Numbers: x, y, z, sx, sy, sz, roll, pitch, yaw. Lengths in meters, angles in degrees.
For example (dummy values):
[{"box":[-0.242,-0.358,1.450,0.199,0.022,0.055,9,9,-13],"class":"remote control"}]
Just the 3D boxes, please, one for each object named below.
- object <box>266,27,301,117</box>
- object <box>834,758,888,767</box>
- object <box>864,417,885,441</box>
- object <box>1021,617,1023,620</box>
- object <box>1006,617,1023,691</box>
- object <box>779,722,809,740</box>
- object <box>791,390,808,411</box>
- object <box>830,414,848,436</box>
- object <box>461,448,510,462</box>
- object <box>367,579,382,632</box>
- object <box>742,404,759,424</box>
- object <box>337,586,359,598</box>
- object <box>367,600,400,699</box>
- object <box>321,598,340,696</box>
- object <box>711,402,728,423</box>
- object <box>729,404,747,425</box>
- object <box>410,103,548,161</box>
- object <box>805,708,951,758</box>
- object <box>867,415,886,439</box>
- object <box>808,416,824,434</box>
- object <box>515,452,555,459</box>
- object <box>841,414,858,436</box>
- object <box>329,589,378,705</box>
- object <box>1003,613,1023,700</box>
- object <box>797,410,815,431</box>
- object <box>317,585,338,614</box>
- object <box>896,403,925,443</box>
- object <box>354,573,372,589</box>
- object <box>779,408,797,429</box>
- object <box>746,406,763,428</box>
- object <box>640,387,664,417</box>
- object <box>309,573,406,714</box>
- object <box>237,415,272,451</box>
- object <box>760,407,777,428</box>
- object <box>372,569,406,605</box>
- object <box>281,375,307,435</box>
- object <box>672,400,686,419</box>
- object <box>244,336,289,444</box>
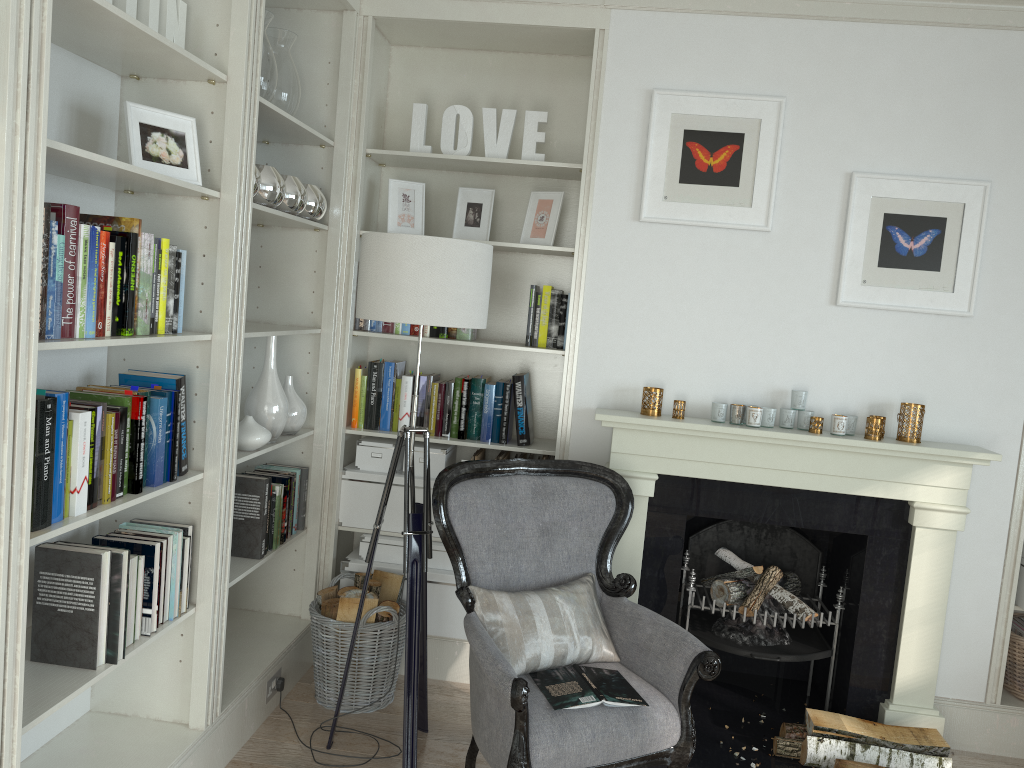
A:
[{"box":[-0.891,-1.135,3.340,0.193,0.362,0.193,4,5,-11],"class":"object"},{"box":[1.303,1.345,3.012,0.389,0.085,0.109,6,5,8],"class":"object"},{"box":[1.320,0.164,3.234,0.060,0.079,0.060,3,5,-22],"class":"object"},{"box":[2.128,1.098,3.554,0.088,0.238,0.274,6,5,6],"class":"object"},{"box":[2.056,1.090,3.569,0.088,0.238,0.274,6,5,6],"class":"object"},{"box":[1.250,1.301,3.232,0.516,0.123,0.118,5,5,4],"class":"object"},{"box":[1.082,0.062,3.345,0.060,0.073,0.060,2,6,-28],"class":"object"},{"box":[1.206,0.153,3.273,0.060,0.073,0.060,2,6,-28],"class":"object"},{"box":[-0.112,0.459,3.768,0.188,0.360,0.294,6,5,6],"class":"object"},{"box":[-0.579,1.025,3.382,0.128,0.565,0.076,6,5,9],"class":"object"},{"box":[0.902,0.117,3.371,0.060,0.073,0.060,2,6,-28],"class":"object"},{"box":[-0.612,1.056,3.453,0.169,0.526,0.119,2,6,-33],"class":"object"},{"box":[-0.516,1.062,3.412,0.122,0.516,0.273,4,5,-11],"class":"object"},{"box":[-0.671,1.012,3.379,0.116,0.392,0.106,5,5,3],"class":"object"},{"box":[0.782,0.108,3.350,0.060,0.073,0.060,2,6,-28],"class":"object"},{"box":[0.847,0.115,3.333,0.060,0.073,0.060,2,6,-28],"class":"object"},{"box":[-0.134,-1.013,3.600,0.554,0.216,0.039,6,5,6],"class":"object"},{"box":[1.285,1.253,3.137,0.459,0.083,0.150,6,5,8],"class":"object"},{"box":[1.361,0.160,3.311,0.060,0.079,0.060,3,6,-26],"class":"object"},{"box":[1.125,0.152,3.281,0.050,0.058,0.052,10,7,43],"class":"object"},{"box":[0.081,0.470,3.747,0.188,0.378,0.294,6,5,6],"class":"object"},{"box":[1.257,0.154,3.314,0.060,0.073,0.060,2,6,-28],"class":"object"},{"box":[-0.600,0.985,3.303,0.148,0.456,0.165,3,5,-18],"class":"object"},{"box":[2.214,1.118,3.547,0.554,0.263,0.408,6,5,7],"class":"object"},{"box":[1.107,0.137,3.347,0.060,0.073,0.060,2,6,-28],"class":"object"},{"box":[-0.707,1.043,3.475,0.142,0.486,0.139,6,5,6],"class":"object"},{"box":[1.472,0.143,3.273,0.087,0.140,0.090,10,7,43],"class":"object"},{"box":[-0.622,1.037,3.523,0.077,0.564,0.147,5,5,2],"class":"object"},{"box":[1.040,0.131,3.352,0.060,0.073,0.060,2,6,-28],"class":"object"},{"box":[0.899,0.123,3.295,0.060,0.073,0.060,2,6,-28],"class":"object"},{"box":[0.535,0.067,3.383,0.080,0.104,0.080,3,6,-26],"class":"object"},{"box":[0.826,1.150,3.140,3.296,0.432,0.395,6,5,11],"class":"object"},{"box":[-0.900,0.166,3.021,0.154,0.116,0.152,5,5,3],"class":"object"},{"box":[0.958,0.126,3.326,0.060,0.073,0.060,8,6,29],"class":"object"},{"box":[-0.524,0.972,3.504,0.150,0.462,0.178,8,6,28],"class":"object"},{"box":[-0.865,0.080,3.408,0.154,0.225,0.153,9,7,41],"class":"object"},{"box":[0.630,0.097,3.350,0.047,0.068,0.054,8,6,33],"class":"object"},{"box":[-0.877,0.013,3.192,0.155,0.397,0.155,4,5,-9],"class":"object"}]
